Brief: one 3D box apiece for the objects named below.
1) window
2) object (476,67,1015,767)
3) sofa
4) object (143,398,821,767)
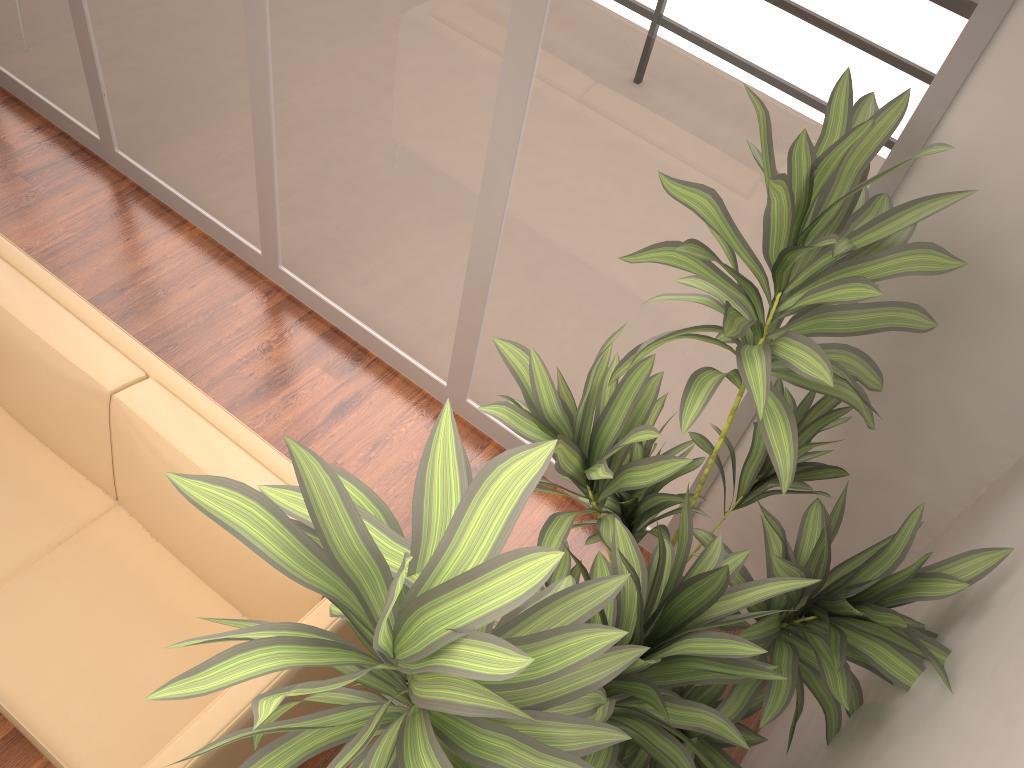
[{"bbox_3d":[-2.366,-2.635,2.997,8.456,3.435,0.060,35,53,15],"label":"window"},{"bbox_3d":[0.431,0.428,2.079,0.948,2.203,1.051,-24,60,-28],"label":"object"},{"bbox_3d":[-1.277,0.423,2.548,1.779,0.877,0.849,35,53,15],"label":"sofa"},{"bbox_3d":[0.041,0.797,1.706,1.056,2.203,0.944,-29,62,-30],"label":"object"}]
